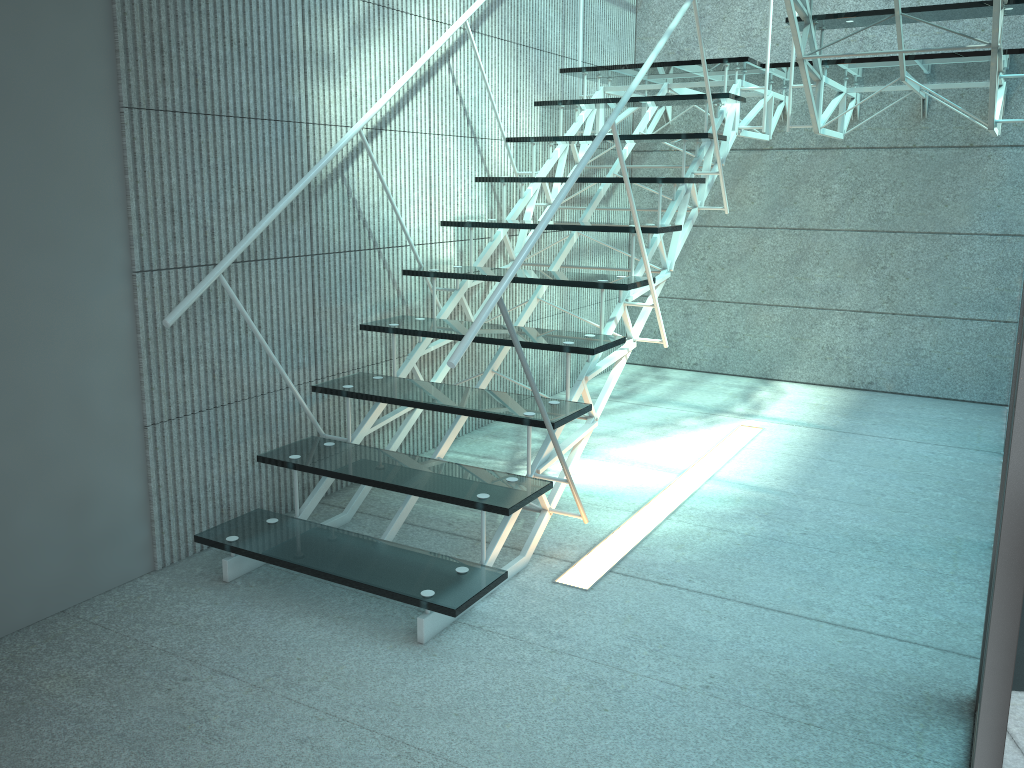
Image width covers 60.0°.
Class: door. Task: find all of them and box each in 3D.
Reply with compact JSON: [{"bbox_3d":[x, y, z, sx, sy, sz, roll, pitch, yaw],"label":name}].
[{"bbox_3d":[0.779,-0.274,1.243,0.076,2.051,0.869,6,13,29],"label":"door"}]

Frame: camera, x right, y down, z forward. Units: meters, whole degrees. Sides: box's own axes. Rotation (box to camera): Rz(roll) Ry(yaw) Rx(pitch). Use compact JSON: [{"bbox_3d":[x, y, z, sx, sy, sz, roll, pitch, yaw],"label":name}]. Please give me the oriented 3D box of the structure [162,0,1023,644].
[{"bbox_3d":[0.745,-2.622,2.739,1.913,5.969,3.312,7,13,29],"label":"structure"}]
